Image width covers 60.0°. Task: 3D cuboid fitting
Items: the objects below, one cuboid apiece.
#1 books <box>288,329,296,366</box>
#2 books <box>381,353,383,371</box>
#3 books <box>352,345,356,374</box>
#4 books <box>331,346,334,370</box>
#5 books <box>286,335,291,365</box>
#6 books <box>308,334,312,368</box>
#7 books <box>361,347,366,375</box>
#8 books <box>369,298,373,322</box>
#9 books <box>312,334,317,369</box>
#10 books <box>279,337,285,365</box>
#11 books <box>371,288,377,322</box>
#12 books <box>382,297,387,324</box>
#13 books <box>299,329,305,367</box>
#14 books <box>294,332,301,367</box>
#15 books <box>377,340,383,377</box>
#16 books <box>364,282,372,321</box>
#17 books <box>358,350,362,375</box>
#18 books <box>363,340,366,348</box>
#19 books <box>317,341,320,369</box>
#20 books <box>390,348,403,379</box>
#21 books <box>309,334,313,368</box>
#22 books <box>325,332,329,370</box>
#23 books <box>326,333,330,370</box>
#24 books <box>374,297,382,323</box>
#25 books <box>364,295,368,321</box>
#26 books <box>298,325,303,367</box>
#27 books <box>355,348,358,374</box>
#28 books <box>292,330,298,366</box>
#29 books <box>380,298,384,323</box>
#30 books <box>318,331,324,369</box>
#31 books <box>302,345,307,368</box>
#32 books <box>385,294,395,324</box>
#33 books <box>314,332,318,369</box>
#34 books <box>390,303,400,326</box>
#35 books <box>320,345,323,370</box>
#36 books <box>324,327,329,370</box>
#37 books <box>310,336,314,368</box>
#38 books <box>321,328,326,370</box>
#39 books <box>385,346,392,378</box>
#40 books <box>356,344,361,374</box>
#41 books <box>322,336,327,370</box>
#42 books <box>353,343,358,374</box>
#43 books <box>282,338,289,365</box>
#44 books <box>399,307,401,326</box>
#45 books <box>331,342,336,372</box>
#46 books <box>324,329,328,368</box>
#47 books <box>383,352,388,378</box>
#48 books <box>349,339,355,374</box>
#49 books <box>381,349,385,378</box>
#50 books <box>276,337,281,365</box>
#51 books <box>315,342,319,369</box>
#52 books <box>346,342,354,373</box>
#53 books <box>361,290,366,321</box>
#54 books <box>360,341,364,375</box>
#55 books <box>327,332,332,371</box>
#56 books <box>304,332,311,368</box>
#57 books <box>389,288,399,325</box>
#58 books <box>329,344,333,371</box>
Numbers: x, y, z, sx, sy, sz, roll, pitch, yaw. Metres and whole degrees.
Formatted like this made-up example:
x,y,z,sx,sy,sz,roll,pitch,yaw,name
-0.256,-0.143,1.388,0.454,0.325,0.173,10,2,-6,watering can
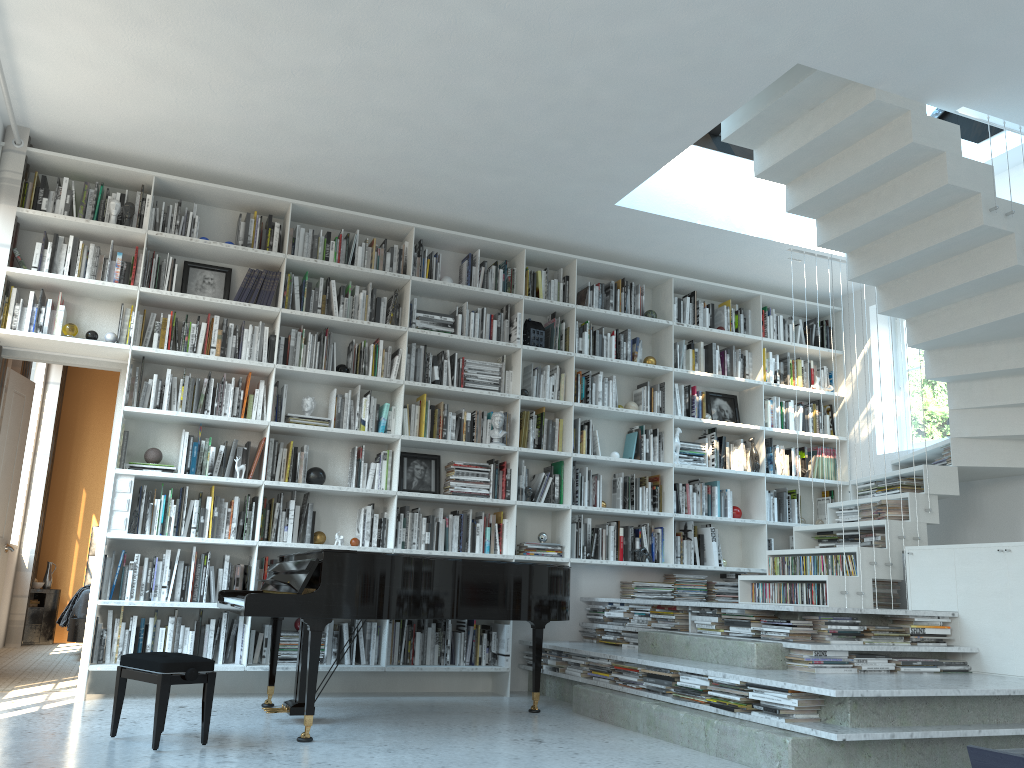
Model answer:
x,y,z,sx,sy,sz,roll,pitch,yaw,name
-1.460,-0.209,5.834,0.026,0.279,0.151,7,-14,-22,books
-0.910,-0.123,6.058,0.010,0.256,0.140,7,-14,-22,books
-1.086,-0.135,6.000,0.005,0.238,0.146,7,-14,-22,books
-1.219,-0.139,5.939,0.004,0.209,0.132,7,-14,-22,books
-1.481,-0.190,5.829,0.012,0.239,0.134,7,-14,-22,books
-1.352,-0.185,5.857,0.012,0.251,0.184,7,-14,-22,books
-1.019,-0.124,5.988,0.006,0.216,0.181,7,-14,-22,books
-0.995,-0.469,6.105,0.024,0.213,0.150,7,-14,-22,books
-1.326,-0.184,5.877,0.009,0.260,0.180,7,-14,-22,books
-1.528,-0.185,5.824,0.029,0.224,0.136,7,-14,-22,books
-0.974,-0.503,6.124,0.022,0.290,0.147,7,-14,-22,books
-0.906,-0.468,6.145,0.025,0.236,0.153,7,-14,-22,books
-1.397,-0.205,5.848,0.010,0.283,0.184,7,-14,-22,books
-1.426,-0.196,5.843,0.024,0.261,0.178,7,-14,-22,books
-0.922,-0.140,6.049,0.022,0.284,0.190,7,-14,-22,books
-1.002,-0.524,6.090,0.011,0.312,0.184,7,-14,-22,books
-1.045,-0.114,6.001,0.011,0.199,0.163,7,-14,-22,books
-1.021,-0.148,6.016,0.005,0.274,0.157,7,-14,-22,books
-1.306,-0.158,5.906,0.011,0.226,0.130,7,-14,-22,books
-0.814,-0.107,6.067,0.064,0.236,0.209,7,-14,-22,books
-1.351,-0.183,5.884,0.010,0.261,0.169,7,-14,-22,books
-1.252,-0.191,5.930,0.005,0.304,0.162,7,-14,-22,books
-1.248,-0.181,5.927,0.004,0.283,0.167,7,-14,-22,books
-0.944,-0.469,6.107,0.030,0.217,0.183,7,-14,-22,books
-1.018,-0.483,6.086,0.013,0.230,0.142,7,-14,-22,books
-1.414,-0.218,5.867,0.011,0.316,0.155,7,-14,-22,books
-1.071,-0.124,5.996,0.013,0.215,0.150,7,-14,-22,books
-1.442,-0.205,5.837,0.012,0.275,0.157,7,-14,-22,books
-0.921,-0.467,6.121,0.022,0.222,0.161,7,-14,-22,books
-1.287,-0.193,5.899,0.011,0.291,0.177,7,-14,-22,books
-1.388,-0.152,5.860,0.029,0.186,0.149,7,-14,-22,books
-0.861,-0.480,6.145,0.055,0.263,0.167,7,-14,-22,books
-1.319,-0.190,5.887,0.011,0.278,0.169,7,-14,-22,books
-0.818,-0.443,6.183,0.028,0.211,0.135,7,-14,-22,books
-1.288,-0.150,5.918,0.012,0.216,0.133,7,-14,-22,books
-1.257,-0.204,5.932,0.005,0.330,0.162,7,-14,-22,books
-1.341,-0.179,5.887,0.011,0.255,0.152,7,-14,-22,books
-1.274,-0.202,5.922,0.004,0.320,0.153,7,-14,-22,books
-0.861,-0.118,6.072,0.022,0.256,0.155,7,-14,-22,books
-1.052,-0.138,5.978,0.005,0.235,0.179,7,-14,-22,books
-1.266,-0.174,5.911,0.010,0.261,0.158,7,-14,-22,books
-1.072,-0.140,5.979,0.005,0.240,0.174,7,-14,-22,books
-1.503,-0.180,5.832,0.024,0.219,0.140,7,-14,-22,books
-0.799,-0.430,6.196,0.019,0.193,0.098,7,-14,-22,books
-1.201,-0.149,5.940,0.031,0.231,0.148,7,-14,-22,books
-1.263,-0.197,5.931,0.005,0.315,0.157,7,-14,-22,books
-0.887,-0.099,6.068,0.024,0.215,0.142,7,-14,-22,books
-1.094,-0.154,6.003,0.012,0.275,0.129,7,-14,-22,books
-0.903,-0.108,6.063,0.011,0.229,0.166,7,-14,-22,books
-1.539,-0.185,5.791,0.015,0.207,0.186,7,-14,-22,books
-1.307,-0.156,5.878,0.011,0.208,0.181,7,-14,-22,books
-1.099,-0.146,5.991,0.005,0.253,0.161,7,-14,-22,books
-1.038,-0.500,6.085,0.028,0.260,0.136,7,-14,-22,books
-1.038,-0.143,6.019,0.009,0.266,0.150,7,-14,-22,books
-1.234,-0.185,5.914,0.011,0.286,0.189,7,-14,-22,books
-1.361,-0.192,5.853,0.009,0.262,0.190,7,-14,-22,books
-0.846,-0.497,6.154,0.058,0.302,0.175,7,-14,-22,books
-1.227,-0.143,5.938,0.012,0.217,0.151,7,-14,-22,books
